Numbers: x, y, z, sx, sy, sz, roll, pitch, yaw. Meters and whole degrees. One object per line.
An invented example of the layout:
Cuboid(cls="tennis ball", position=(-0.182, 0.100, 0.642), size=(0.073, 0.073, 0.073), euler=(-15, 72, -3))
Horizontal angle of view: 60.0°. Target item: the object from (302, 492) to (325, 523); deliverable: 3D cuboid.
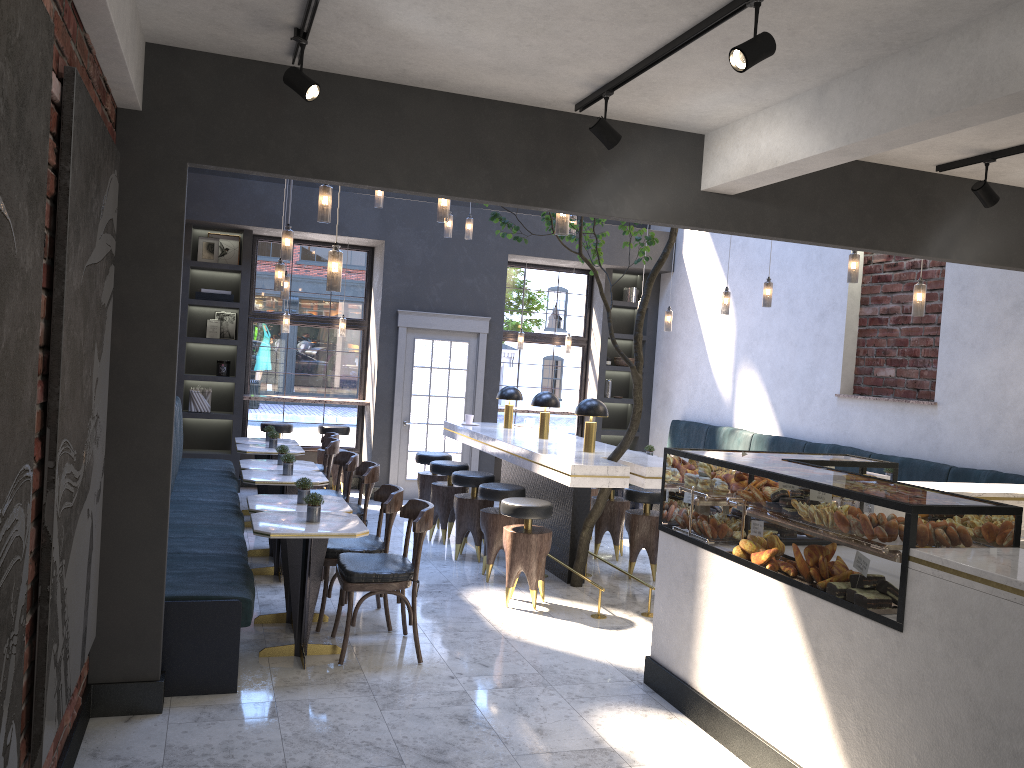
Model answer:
Cuboid(cls="object", position=(-1.099, 0.681, 4.915), size=(0.118, 0.165, 0.122), euler=(2, 2, -41))

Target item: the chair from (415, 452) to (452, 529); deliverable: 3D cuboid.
Cuboid(cls="chair", position=(-0.807, 1.066, 8.920), size=(0.371, 0.737, 0.370), euler=(5, 2, 25))

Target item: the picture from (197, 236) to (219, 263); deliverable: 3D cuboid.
Cuboid(cls="picture", position=(-3.511, -1.542, 10.251), size=(0.230, 0.313, 0.061), euler=(3, 2, -19))

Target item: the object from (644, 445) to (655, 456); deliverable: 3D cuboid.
Cuboid(cls="object", position=(1.487, 0.737, 9.584), size=(0.118, 0.165, 0.122), euler=(2, 2, -41))

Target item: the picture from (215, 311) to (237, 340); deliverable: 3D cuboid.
Cuboid(cls="picture", position=(-3.362, -0.683, 10.397), size=(0.247, 0.326, 0.044), euler=(3, 2, -18))

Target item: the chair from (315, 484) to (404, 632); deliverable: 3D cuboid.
Cuboid(cls="chair", position=(-0.977, 1.078, 5.624), size=(0.521, 0.851, 0.538), euler=(3, 2, -17))

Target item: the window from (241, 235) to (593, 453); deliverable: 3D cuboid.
Cuboid(cls="window", position=(0.948, -1.498, 5.362), size=(6.406, 5.366, 12.703), euler=(3, 2, -19))

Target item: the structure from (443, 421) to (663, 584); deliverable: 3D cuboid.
Cuboid(cls="structure", position=(0.276, 1.011, 7.740), size=(0.990, 1.050, 3.488), euler=(3, 2, -19))

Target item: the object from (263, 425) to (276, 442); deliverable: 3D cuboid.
Cuboid(cls="object", position=(-2.425, 0.493, 8.875), size=(0.118, 0.165, 0.122), euler=(2, 2, -41))

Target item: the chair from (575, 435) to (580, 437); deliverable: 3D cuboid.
Cuboid(cls="chair", position=(0.668, 1.062, 11.364), size=(0.370, 0.821, 0.372), euler=(5, 2, 34))

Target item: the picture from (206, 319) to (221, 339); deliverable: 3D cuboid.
Cuboid(cls="picture", position=(-3.479, -0.640, 10.333), size=(0.161, 0.227, 0.049), euler=(3, 2, -18))

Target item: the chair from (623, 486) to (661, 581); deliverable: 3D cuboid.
Cuboid(cls="chair", position=(1.086, 1.233, 7.342), size=(0.371, 0.737, 0.370), euler=(5, 2, 25))

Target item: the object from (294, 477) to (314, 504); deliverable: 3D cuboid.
Cuboid(cls="object", position=(-1.283, 0.655, 5.466), size=(0.118, 0.165, 0.122), euler=(2, 2, -41))

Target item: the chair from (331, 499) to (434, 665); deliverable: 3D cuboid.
Cuboid(cls="chair", position=(-0.736, 1.107, 5.096), size=(0.521, 0.851, 0.538), euler=(3, 2, -17))

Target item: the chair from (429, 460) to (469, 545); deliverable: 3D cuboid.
Cuboid(cls="chair", position=(-0.601, 1.097, 8.241), size=(0.370, 0.737, 0.371), euler=(3, 2, -28))

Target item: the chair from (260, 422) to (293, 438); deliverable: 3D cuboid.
Cuboid(cls="chair", position=(-2.734, 0.862, 10.238), size=(0.371, 0.821, 0.370), euler=(5, 2, 34))

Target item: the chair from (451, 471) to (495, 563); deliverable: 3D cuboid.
Cuboid(cls="chair", position=(-0.352, 1.130, 7.595), size=(0.371, 0.737, 0.370), euler=(5, 2, 25))

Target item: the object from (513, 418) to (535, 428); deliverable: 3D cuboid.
Cuboid(cls="object", position=(0.138, 0.392, 9.123), size=(0.176, 0.097, 0.301), euler=(3, 2, -27))

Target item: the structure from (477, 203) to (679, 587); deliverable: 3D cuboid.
Cuboid(cls="structure", position=(0.777, -1.403, 6.741), size=(3.743, 5.990, 2.806), euler=(5, 2, 25))

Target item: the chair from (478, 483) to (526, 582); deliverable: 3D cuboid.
Cuboid(cls="chair", position=(-0.099, 1.163, 6.944), size=(0.372, 0.737, 0.370), euler=(4, 2, 9))

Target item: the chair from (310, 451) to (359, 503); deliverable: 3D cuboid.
Cuboid(cls="chair", position=(-1.561, 0.995, 7.359), size=(0.521, 0.851, 0.538), euler=(3, 2, -25))

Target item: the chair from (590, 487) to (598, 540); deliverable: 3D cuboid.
Cuboid(cls="chair", position=(0.641, 1.169, 8.670), size=(0.371, 0.737, 0.370), euler=(5, 2, 25))

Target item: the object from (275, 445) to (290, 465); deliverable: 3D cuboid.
Cuboid(cls="object", position=(-1.861, 0.573, 7.190), size=(0.118, 0.165, 0.122), euler=(2, 2, -41))

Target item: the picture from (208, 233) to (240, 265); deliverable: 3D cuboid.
Cuboid(cls="picture", position=(-3.364, -1.559, 10.336), size=(0.361, 0.369, 0.055), euler=(3, 2, -19))

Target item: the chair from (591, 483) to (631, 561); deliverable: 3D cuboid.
Cuboid(cls="chair", position=(0.864, 1.201, 8.006), size=(0.371, 0.737, 0.370), euler=(5, 2, 25))

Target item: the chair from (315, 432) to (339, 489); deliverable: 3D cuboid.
Cuboid(cls="chair", position=(-2.048, 0.921, 9.016), size=(0.521, 0.851, 0.496), euler=(3, 2, -20))

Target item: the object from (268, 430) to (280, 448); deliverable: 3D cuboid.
Cuboid(cls="object", position=(-2.241, 0.519, 8.324), size=(0.118, 0.165, 0.122), euler=(2, 2, -41))

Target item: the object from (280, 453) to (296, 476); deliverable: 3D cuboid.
Cuboid(cls="object", position=(-1.676, 0.599, 6.639), size=(0.118, 0.165, 0.122), euler=(2, 2, -41))

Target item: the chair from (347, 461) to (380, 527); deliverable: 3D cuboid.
Cuboid(cls="chair", position=(-1.301, 1.027, 6.781), size=(0.521, 0.851, 0.538), euler=(3, 2, -17))

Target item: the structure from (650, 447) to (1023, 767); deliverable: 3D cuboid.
Cuboid(cls="structure", position=(3.219, 1.212, 2.601), size=(3.206, 1.300, 5.803), euler=(3, 2, -19))

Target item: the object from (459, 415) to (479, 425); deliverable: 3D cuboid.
Cuboid(cls="object", position=(-0.424, 0.360, 8.899), size=(0.176, 0.098, 0.204), euler=(3, 2, -13))

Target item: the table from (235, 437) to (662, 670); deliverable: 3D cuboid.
Cuboid(cls="table", position=(0.069, 1.151, 7.561), size=(4.600, 0.751, 4.828), euler=(3, 2, -19))

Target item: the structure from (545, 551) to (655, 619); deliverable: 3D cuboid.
Cuboid(cls="structure", position=(0.247, 1.430, 7.754), size=(0.496, 0.210, 3.497), euler=(3, 2, -19))

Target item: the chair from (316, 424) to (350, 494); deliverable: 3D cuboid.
Cuboid(cls="chair", position=(-2.115, 0.898, 10.423), size=(0.370, 0.821, 0.372), euler=(5, 2, 34))

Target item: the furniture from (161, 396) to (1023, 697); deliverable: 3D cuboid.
Cuboid(cls="furniture", position=(0.070, 0.950, 7.597), size=(6.022, 1.151, 5.338), euler=(3, 2, -19))

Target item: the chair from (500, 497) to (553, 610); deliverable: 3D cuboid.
Cuboid(cls="chair", position=(0.083, 1.192, 6.263), size=(0.371, 0.737, 0.370), euler=(5, 2, 25))

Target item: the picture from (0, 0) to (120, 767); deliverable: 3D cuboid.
Cuboid(cls="picture", position=(-1.262, 0.119, 2.377), size=(0.033, 2.028, 2.820), euler=(3, 2, -19))

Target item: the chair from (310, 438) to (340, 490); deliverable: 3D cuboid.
Cuboid(cls="chair", position=(-1.928, 0.943, 8.446), size=(0.521, 0.851, 0.538), euler=(3, 2, -17))

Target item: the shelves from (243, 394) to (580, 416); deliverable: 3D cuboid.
Cuboid(cls="shelves", position=(-1.051, 0.273, 11.028), size=(4.403, 0.043, 0.384), euler=(3, 2, -19))
